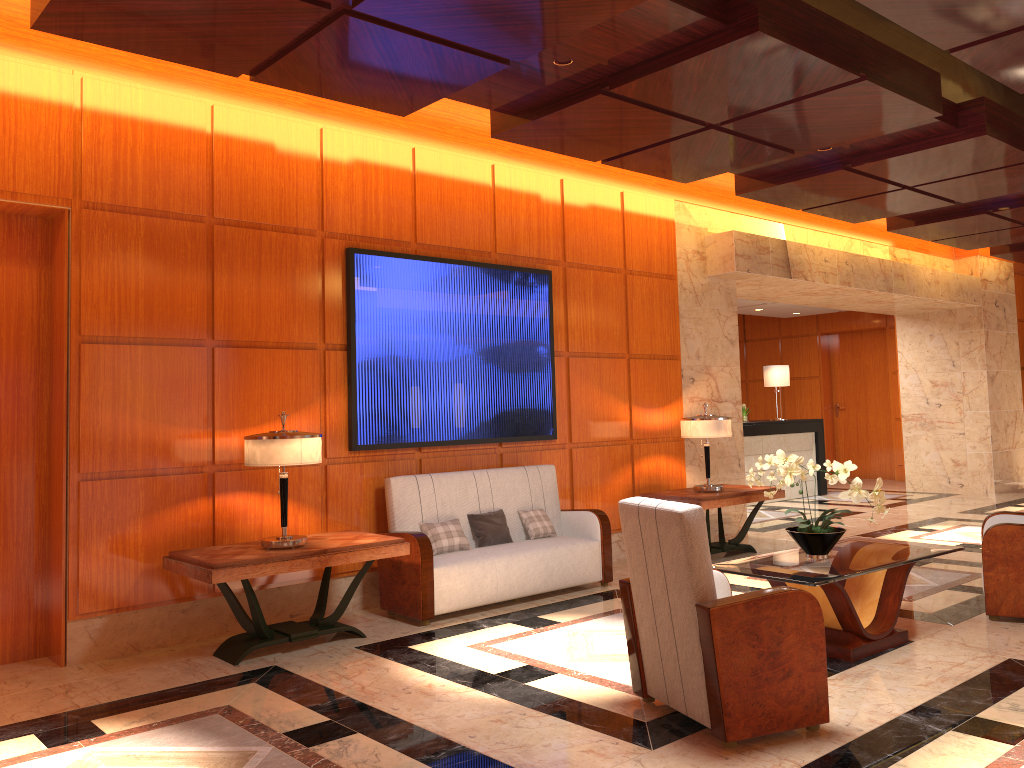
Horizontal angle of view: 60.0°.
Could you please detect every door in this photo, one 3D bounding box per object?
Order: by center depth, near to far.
[{"bbox_3d":[-3.272,0.289,4.755,1.537,2.659,0.340,1,-5,-41],"label":"door"},{"bbox_3d":[6.302,0.367,15.995,0.340,2.704,1.283,2,-5,-41],"label":"door"}]

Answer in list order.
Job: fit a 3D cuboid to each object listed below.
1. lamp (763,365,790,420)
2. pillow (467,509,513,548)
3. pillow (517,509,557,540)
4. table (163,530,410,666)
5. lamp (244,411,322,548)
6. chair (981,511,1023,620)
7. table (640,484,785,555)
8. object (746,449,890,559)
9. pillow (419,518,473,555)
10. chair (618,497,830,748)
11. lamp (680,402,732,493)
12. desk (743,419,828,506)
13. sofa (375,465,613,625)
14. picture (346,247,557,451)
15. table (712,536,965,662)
[{"bbox_3d":[4.012,0.134,13.394,0.372,0.822,0.371,-1,-4,-16],"label":"lamp"},{"bbox_3d":[-0.162,1.075,6.585,0.357,0.253,0.160,1,-4,-44],"label":"pillow"},{"bbox_3d":[0.199,1.088,6.851,0.273,0.230,0.202,1,-4,-38],"label":"pillow"},{"bbox_3d":[-1.342,1.280,5.361,1.269,0.608,0.724,0,-3,-41],"label":"table"},{"bbox_3d":[-1.369,0.562,5.317,0.458,0.796,0.457,-2,-4,11],"label":"lamp"},{"bbox_3d":[3.337,0.969,5.661,0.628,0.963,0.737,-4,-4,28],"label":"chair"},{"bbox_3d":[1.846,1.281,8.127,1.269,0.608,0.724,0,-3,-41],"label":"table"},{"bbox_3d":[1.733,0.681,5.068,0.787,0.619,0.417,-3,-4,26],"label":"object"},{"bbox_3d":[-0.471,1.082,6.278,0.344,0.227,0.194,0,-4,-36],"label":"pillow"},{"bbox_3d":[0.889,0.981,3.932,0.628,0.963,0.736,0,-4,-22],"label":"chair"},{"bbox_3d":[1.768,0.570,8.038,0.458,0.812,0.457,1,-4,-32],"label":"lamp"},{"bbox_3d":[3.333,1.117,12.803,2.924,1.144,0.939,0,-4,-41],"label":"desk"},{"bbox_3d":[-0.100,1.110,6.543,1.798,0.935,0.611,0,-4,-40],"label":"sofa"},{"bbox_3d":[-0.407,-0.252,6.964,1.995,1.456,0.056,1,-5,-41],"label":"picture"},{"bbox_3d":[1.876,1.235,5.062,1.559,0.497,0.721,0,-3,-38],"label":"table"}]
